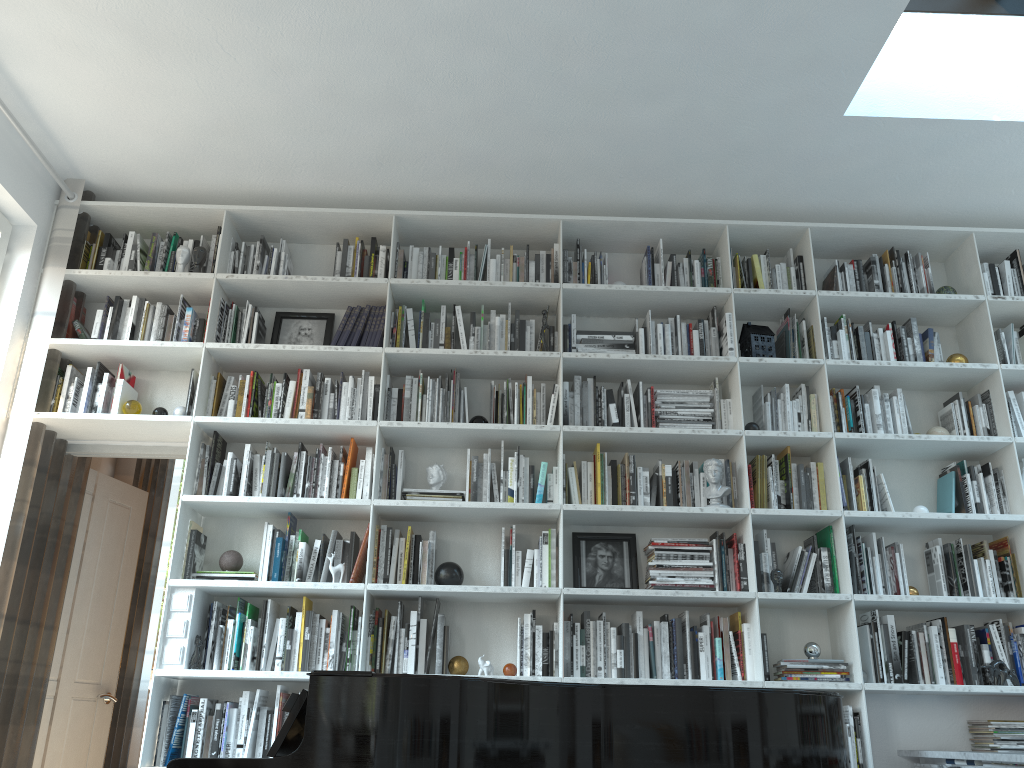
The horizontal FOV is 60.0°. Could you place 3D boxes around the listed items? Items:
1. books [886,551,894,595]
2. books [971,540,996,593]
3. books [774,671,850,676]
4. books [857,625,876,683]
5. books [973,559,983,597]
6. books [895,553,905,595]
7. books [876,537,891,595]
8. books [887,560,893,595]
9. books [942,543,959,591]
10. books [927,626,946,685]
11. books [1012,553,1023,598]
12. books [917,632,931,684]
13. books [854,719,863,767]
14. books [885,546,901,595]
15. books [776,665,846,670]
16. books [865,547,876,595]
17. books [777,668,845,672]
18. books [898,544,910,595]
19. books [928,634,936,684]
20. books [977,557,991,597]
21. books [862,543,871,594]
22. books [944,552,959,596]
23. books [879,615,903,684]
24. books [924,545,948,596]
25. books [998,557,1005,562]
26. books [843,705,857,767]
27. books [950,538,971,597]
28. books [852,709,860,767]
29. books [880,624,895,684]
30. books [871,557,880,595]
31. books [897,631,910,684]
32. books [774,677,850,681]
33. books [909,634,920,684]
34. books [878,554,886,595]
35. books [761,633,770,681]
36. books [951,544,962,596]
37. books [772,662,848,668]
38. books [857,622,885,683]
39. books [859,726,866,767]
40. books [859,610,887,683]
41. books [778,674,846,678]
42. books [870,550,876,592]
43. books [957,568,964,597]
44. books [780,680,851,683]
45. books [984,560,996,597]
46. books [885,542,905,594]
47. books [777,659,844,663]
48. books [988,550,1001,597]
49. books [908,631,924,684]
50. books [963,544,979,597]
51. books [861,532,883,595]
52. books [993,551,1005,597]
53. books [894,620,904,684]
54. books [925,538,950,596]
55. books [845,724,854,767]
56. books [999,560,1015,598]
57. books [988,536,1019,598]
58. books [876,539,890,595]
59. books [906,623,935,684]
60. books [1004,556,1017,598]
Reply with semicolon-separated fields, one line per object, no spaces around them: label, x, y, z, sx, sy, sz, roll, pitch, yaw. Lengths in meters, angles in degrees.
books;1.715;0.891;4.078;0.008;0.222;0.134;1;-21;-1
books;2.158;0.872;4.079;0.006;0.273;0.173;1;-21;-1
books;1.298;1.261;3.855;0.285;0.012;0.160;0;-22;2
books;1.566;1.210;3.943;0.012;0.253;0.161;1;-21;-1
books;2.087;0.909;4.053;0.018;0.181;0.182;1;-21;-1
books;1.741;0.894;4.064;0.014;0.206;0.181;1;-21;-1
books;1.696;0.862;4.088;0.006;0.284;0.160;1;-21;-1
books;1.704;0.911;4.068;0.013;0.178;0.141;1;-21;-1
books;2.001;0.878;4.085;0.015;0.261;0.150;1;-21;-1
books;1.851;1.214;3.938;0.025;0.251;0.182;1;-21;-1
books;2.296;0.906;4.091;0.009;0.223;0.146;1;-21;-1
books;1.800;1.229;3.945;0.024;0.227;0.160;1;-21;-1
books;1.429;1.528;3.715;0.013;0.232;0.149;1;-21;-1
books;1.727;0.881;4.072;0.015;0.237;0.177;1;-21;-1
books;1.298;1.236;3.857;0.254;0.012;0.161;2;-22;-1
books;1.606;0.876;4.051;0.011;0.225;0.189;1;-21;-1
books;1.298;1.251;3.863;0.254;0.012;0.161;0;-22;4
books;1.769;0.876;4.077;0.013;0.250;0.173;1;-21;-1
books;1.832;1.234;3.947;0.012;0.220;0.154;1;-21;-1
books;2.128;0.908;4.066;0.015;0.194;0.176;1;-21;-1
books;1.594;0.870;4.064;0.013;0.247;0.165;1;-21;-1
books;1.985;0.894;4.063;0.016;0.215;0.178;1;-21;-1
books;1.658;1.187;3.933;0.030;0.293;0.189;1;-21;-1
books;1.952;0.882;4.083;0.019;0.250;0.130;1;-21;-1
books;2.239;0.911;4.081;0.016;0.204;0.142;1;-21;-1
books;1.398;1.501;3.717;0.021;0.283;0.173;1;-21;-1
books;2.057;0.870;4.096;0.007;0.284;0.160;1;-21;-1
books;1.415;1.516;3.735;0.015;0.269;0.158;1;-21;-1
books;1.632;1.204;3.927;0.023;0.255;0.179;1;-21;-1
books;1.630;0.898;4.051;0.013;0.185;0.184;1;-21;-1
books;1.715;1.223;3.938;0.065;0.230;0.162;1;-21;-1
books;1.297;1.285;3.851;0.285;0.012;0.160;0;-22;4
books;1.753;1.231;3.937;0.011;0.216;0.176;1;-21;-1
books;1.663;0.897;4.069;0.013;0.202;0.167;1;-21;-1
books;1.104;1.222;3.935;0.030;0.209;0.137;1;-21;-1
books;2.012;0.879;4.084;0.008;0.258;0.159;1;-21;-1
books;1.298;1.228;3.870;0.285;0.012;0.160;0;-22;3
books;1.584;1.199;3.926;0.023;0.261;0.187;1;-21;-1
books;1.441;1.546;3.722;0.012;0.205;0.161;1;-21;-1
books;1.601;1.175;3.937;0.010;0.315;0.187;1;-21;-1
books;1.297;1.273;3.852;0.254;0.012;0.161;-1;-22;4
books;1.617;0.885;4.061;0.013;0.217;0.161;1;-21;-1
books;2.031;0.910;4.094;0.031;0.207;0.123;1;-21;-1
books;1.297;1.295;3.842;0.285;0.012;0.160;0;-22;2
books;2.145;0.913;4.060;0.019;0.182;0.191;1;-21;-1
books;1.756;0.871;4.078;0.014;0.260;0.142;1;-21;-1
books;1.298;1.214;3.868;0.254;0.012;0.161;-2;-22;7
books;2.170;0.893;4.071;0.018;0.228;0.182;1;-21;-1
books;1.773;1.227;3.950;0.029;0.233;0.143;1;-21;-1
books;2.070;0.877;4.065;0.018;0.250;0.184;1;-21;-1
books;1.644;0.847;4.070;0.014;0.295;0.176;1;-21;-1
books;2.204;0.897;4.084;0.021;0.231;0.156;1;-21;-1
books;1.678;1.199;3.939;0.010;0.276;0.174;1;-21;-1
books;1.969;0.869;4.102;0.016;0.288;0.132;1;-21;-1
books;1.381;1.532;3.697;0.011;0.211;0.179;1;-21;-1
books;2.223;0.912;4.051;0.016;0.179;0.190;1;-21;-1
books;2.265;0.863;4.082;0.007;0.294;0.162;1;-21;-1
books;1.676;0.863;4.070;0.012;0.266;0.183;1;-21;-1
books;1.819;1.210;3.950;0.014;0.267;0.172;1;-21;-1
books;2.254;0.908;4.072;0.013;0.203;0.159;1;-21;-1
